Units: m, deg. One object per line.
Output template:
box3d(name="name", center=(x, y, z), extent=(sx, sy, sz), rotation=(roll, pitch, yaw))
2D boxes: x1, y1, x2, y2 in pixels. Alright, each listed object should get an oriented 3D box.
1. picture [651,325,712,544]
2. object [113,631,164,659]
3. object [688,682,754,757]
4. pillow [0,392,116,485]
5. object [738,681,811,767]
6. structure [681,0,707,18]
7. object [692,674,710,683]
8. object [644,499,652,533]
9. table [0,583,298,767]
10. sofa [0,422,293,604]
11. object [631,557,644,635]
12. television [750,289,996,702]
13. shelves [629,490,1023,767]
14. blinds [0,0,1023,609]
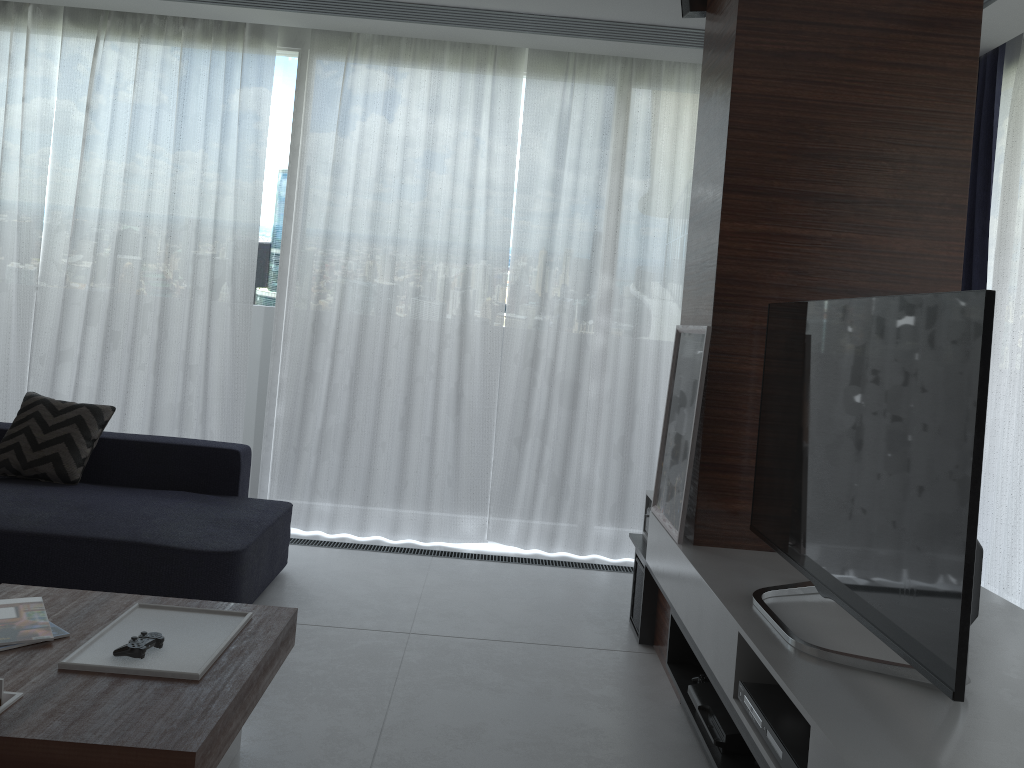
box3d(name="picture", center=(0.580, 0.145, 3.066), extent=(0.053, 0.701, 0.500), rotation=(5, 1, -1))
box3d(name="object", center=(-0.845, 0.589, 2.009), extent=(0.071, 0.036, 0.112), rotation=(6, 4, 12))
box3d(name="object", center=(0.657, 0.896, 2.358), extent=(0.313, 0.067, 0.315), rotation=(5, 4, -1))
box3d(name="pillow", center=(-1.983, 0.231, 3.800), extent=(0.415, 0.345, 0.286), rotation=(5, 1, 4))
box3d(name="object", center=(0.691, 0.741, 1.830), extent=(0.335, 0.053, 0.431), rotation=(5, 4, -1))
box3d(name="structure", center=(0.718, -1.499, 3.434), extent=(0.114, 0.142, 0.084), rotation=(5, 0, -11))
box3d(name="object", center=(0.567, 0.886, 2.612), extent=(0.071, 0.036, 0.112), rotation=(6, 4, 12))
box3d(name="object", center=(0.737, 0.576, 3.534), extent=(0.368, 0.150, 0.370), rotation=(5, 3, -1))
box3d(name="table", center=(-0.990, 0.765, 1.987), extent=(0.805, 0.352, 0.802), rotation=(5, 3, -1))
box3d(name="sofa", center=(-1.875, 0.516, 2.612), extent=(1.898, 0.608, 2.879), rotation=(5, 4, -1))
box3d(name="object", center=(0.613, 0.835, 3.435), extent=(0.254, 0.251, 0.213), rotation=(5, 1, -1))
box3d(name="television", center=(0.796, 0.188, 2.118), extent=(0.297, 0.785, 1.232), rotation=(5, 3, -1))
box3d(name="shelves", center=(0.939, 0.815, 2.569), extent=(0.872, 0.499, 2.354), rotation=(5, 4, -1))
box3d(name="blinds", center=(-1.212, -0.458, 1.859), extent=(7.136, 2.773, 5.808), rotation=(5, 3, 3))
